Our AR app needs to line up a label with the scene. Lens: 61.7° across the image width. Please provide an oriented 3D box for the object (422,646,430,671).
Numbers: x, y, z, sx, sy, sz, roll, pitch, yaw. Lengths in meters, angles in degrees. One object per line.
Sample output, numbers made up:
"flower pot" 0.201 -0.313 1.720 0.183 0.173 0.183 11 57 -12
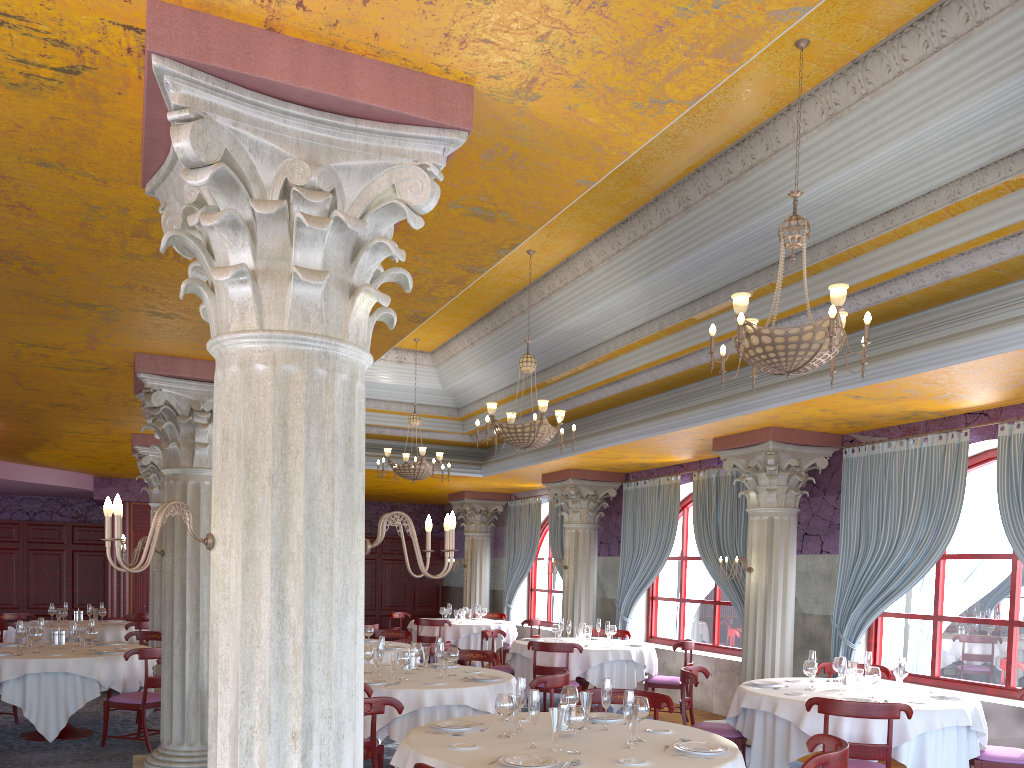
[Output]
"object" -0.843 2.688 8.380 0.085 0.238 0.085 2 1 23

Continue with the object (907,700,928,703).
"object" 3.323 2.605 7.019 0.159 0.009 0.161 7 -13 -23

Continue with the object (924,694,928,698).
"object" 3.565 2.690 7.385 0.029 0.011 0.141 -3 -13 23

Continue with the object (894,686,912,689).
"object" 3.619 2.810 7.927 0.158 0.009 0.162 2 -12 -4

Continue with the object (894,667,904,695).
"object" 3.390 2.598 7.496 0.086 0.238 0.085 0 1 -44

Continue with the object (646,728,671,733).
"object" 0.928 2.200 5.433 0.159 0.009 0.161 7 -13 -23

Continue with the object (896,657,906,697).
"object" 3.353 2.521 7.370 0.074 0.337 0.073 0 3 -33

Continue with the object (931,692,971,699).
"object" 3.764 2.679 7.346 0.313 0.024 0.319 2 -12 -4

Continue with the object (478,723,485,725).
"object" -0.277 2.195 5.552 0.232 0.013 0.028 -3 -11 21

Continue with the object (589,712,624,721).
"object" 0.624 2.273 5.837 0.317 0.024 0.315 13 -17 -43

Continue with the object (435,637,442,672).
"object" -0.719 2.633 8.340 0.074 0.337 0.073 2 2 12

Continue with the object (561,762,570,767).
"object" 0.257 1.956 4.373 0.022 0.003 0.258 -3 -13 19

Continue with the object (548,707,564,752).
"object" 0.244 1.926 4.773 0.086 0.238 0.085 1 1 -22

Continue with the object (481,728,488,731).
"object" -0.165 2.155 5.349 0.029 0.011 0.141 -3 -13 23

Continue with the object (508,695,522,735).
"object" 0.016 2.020 5.227 0.086 0.238 0.085 0 1 -44

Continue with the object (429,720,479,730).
"object" -0.363 2.151 5.388 0.313 0.024 0.319 2 -12 -4

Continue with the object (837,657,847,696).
"object" 2.813 2.493 7.303 0.074 0.337 0.073 2 2 12

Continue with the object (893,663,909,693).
"object" 3.448 2.608 7.598 0.122 0.265 0.122 1 0 -33

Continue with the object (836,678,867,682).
"object" 3.315 2.884 8.331 0.315 0.024 0.318 7 -13 -23

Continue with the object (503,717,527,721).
"object" 0.020 2.243 5.728 0.159 0.009 0.161 7 -13 -23

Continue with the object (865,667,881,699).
"object" 3.038 2.513 7.209 0.122 0.265 0.122 1 0 -10

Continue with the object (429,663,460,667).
"object" -0.690 2.880 8.761 0.315 0.024 0.318 7 -13 -23

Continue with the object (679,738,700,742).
"object" 1.114 2.118 5.060 0.257 0.020 0.055 -4 -12 25

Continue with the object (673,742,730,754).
"object" 1.072 2.069 4.852 0.313 0.024 0.319 2 -12 -4

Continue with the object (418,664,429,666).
"object" -0.898 2.886 8.803 0.054 0.019 0.262 -3 -13 25

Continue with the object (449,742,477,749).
"object" -0.276 2.037 4.820 0.159 0.009 0.161 7 -13 -23

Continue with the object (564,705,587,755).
"object" 0.347 1.903 4.715 0.122 0.265 0.122 1 0 -10

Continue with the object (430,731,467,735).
"object" -0.393 2.124 5.217 0.253 0.003 0.022 -3 -13 20

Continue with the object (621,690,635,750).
"object" 0.662 1.911 4.876 0.074 0.337 0.073 0 3 -33

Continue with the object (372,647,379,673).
"object" -1.298 2.627 8.152 0.086 0.238 0.085 1 1 -22

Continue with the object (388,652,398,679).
"object" -1.069 2.533 7.697 0.086 0.238 0.085 1 1 1

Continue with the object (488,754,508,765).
"object" -0.078 1.968 4.488 0.027 0.013 0.237 -2 -13 20

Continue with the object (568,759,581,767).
"object" 0.294 1.945 4.362 0.054 0.019 0.262 -3 -13 25

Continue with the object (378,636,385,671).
"object" -1.259 2.605 8.272 0.074 0.337 0.073 2 2 12

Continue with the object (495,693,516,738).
"object" -0.041 1.983 5.124 0.122 0.265 0.122 1 0 -33

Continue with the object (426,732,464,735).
"object" -0.404 2.107 5.180 0.257 0.020 0.055 -4 -12 25

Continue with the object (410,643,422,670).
"object" -0.945 2.685 8.437 0.122 0.265 0.122 1 0 -10

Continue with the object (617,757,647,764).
"object" 0.632 1.995 4.525 0.159 0.009 0.161 7 -13 -23

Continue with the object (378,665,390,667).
"object" -1.294 2.849 8.652 0.158 0.009 0.162 2 -12 -4

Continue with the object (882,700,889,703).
"object" 2.985 2.556 6.856 0.054 0.019 0.262 -3 -13 25

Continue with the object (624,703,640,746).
"object" 0.699 1.988 5.002 0.086 0.238 0.085 1 1 1

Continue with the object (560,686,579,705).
"object" 0.369 2.078 5.513 0.122 0.265 0.122 1 0 12

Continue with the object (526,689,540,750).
"object" 0.122 1.883 4.809 0.074 0.337 0.073 0 3 -33

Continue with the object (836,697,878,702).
"object" 2.777 2.557 6.897 0.313 0.024 0.319 2 -12 -4

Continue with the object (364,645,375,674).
"object" -1.355 2.590 8.049 0.122 0.265 0.122 1 0 -10

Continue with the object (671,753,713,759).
"object" 0.987 2.037 4.689 0.232 0.013 0.028 -3 -11 21

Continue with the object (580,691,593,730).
"object" 0.471 2.081 5.456 0.086 0.238 0.085 0 1 -44

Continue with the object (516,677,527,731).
"object" 0.055 1.999 5.348 0.074 0.337 0.073 0 3 -33

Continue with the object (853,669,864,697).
"object" 2.935 2.537 7.267 0.086 0.238 0.085 0 1 -44

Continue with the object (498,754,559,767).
"object" 0.086 1.947 4.403 0.313 0.024 0.319 2 -12 -4

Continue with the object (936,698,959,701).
"object" 3.678 2.648 7.183 0.232 0.013 0.028 -3 -11 21

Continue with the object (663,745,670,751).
"object" 0.874 2.080 4.891 0.029 0.011 0.141 -3 -13 23

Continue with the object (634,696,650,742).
"object" 0.757 1.998 5.104 0.122 0.265 0.122 1 0 -33

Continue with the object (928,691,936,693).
"object" 3.805 2.728 7.554 0.257 0.020 0.055 -4 -12 25

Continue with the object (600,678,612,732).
"object" 0.595 2.027 5.416 0.074 0.337 0.073 0 3 -33

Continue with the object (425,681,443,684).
"object" -0.682 2.601 7.449 0.158 0.009 0.162 2 -12 -4
